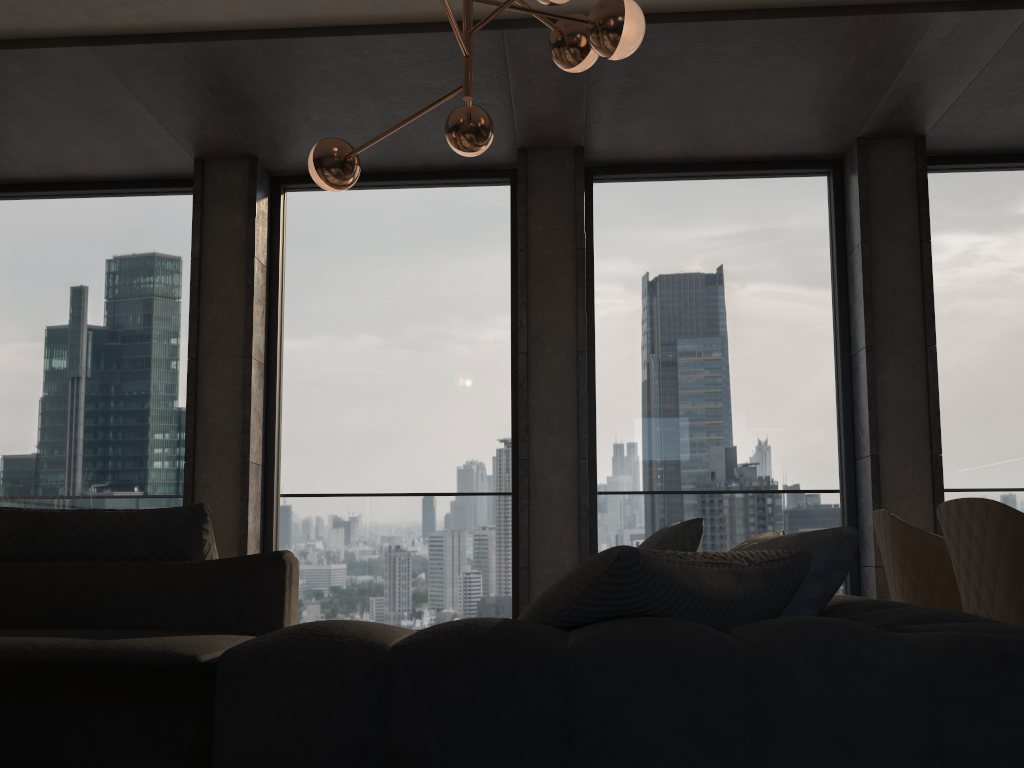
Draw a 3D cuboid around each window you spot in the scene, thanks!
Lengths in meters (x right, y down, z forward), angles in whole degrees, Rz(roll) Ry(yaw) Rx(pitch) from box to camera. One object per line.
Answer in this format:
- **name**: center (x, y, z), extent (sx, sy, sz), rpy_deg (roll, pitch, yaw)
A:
- **window**: center (0.246, 0.175, 5.211), extent (7.263, 2.973, 0.201), rpy_deg (-1, -6, 3)

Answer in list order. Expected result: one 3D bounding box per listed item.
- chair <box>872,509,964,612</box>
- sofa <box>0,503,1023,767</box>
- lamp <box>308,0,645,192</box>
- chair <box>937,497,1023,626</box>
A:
- **chair**: center (1.550, 0.850, 3.065), extent (0.510, 0.828, 0.561), rpy_deg (-2, -7, 13)
- **sofa**: center (-0.612, 0.683, 2.010), extent (2.910, 0.776, 2.049), rpy_deg (-1, -10, 3)
- **lamp**: center (-0.086, -1.316, 2.836), extent (1.016, 1.027, 1.480), rpy_deg (3, -10, -20)
- **chair**: center (1.516, 0.734, 2.457), extent (0.510, 0.828, 0.561), rpy_deg (0, -7, -2)
